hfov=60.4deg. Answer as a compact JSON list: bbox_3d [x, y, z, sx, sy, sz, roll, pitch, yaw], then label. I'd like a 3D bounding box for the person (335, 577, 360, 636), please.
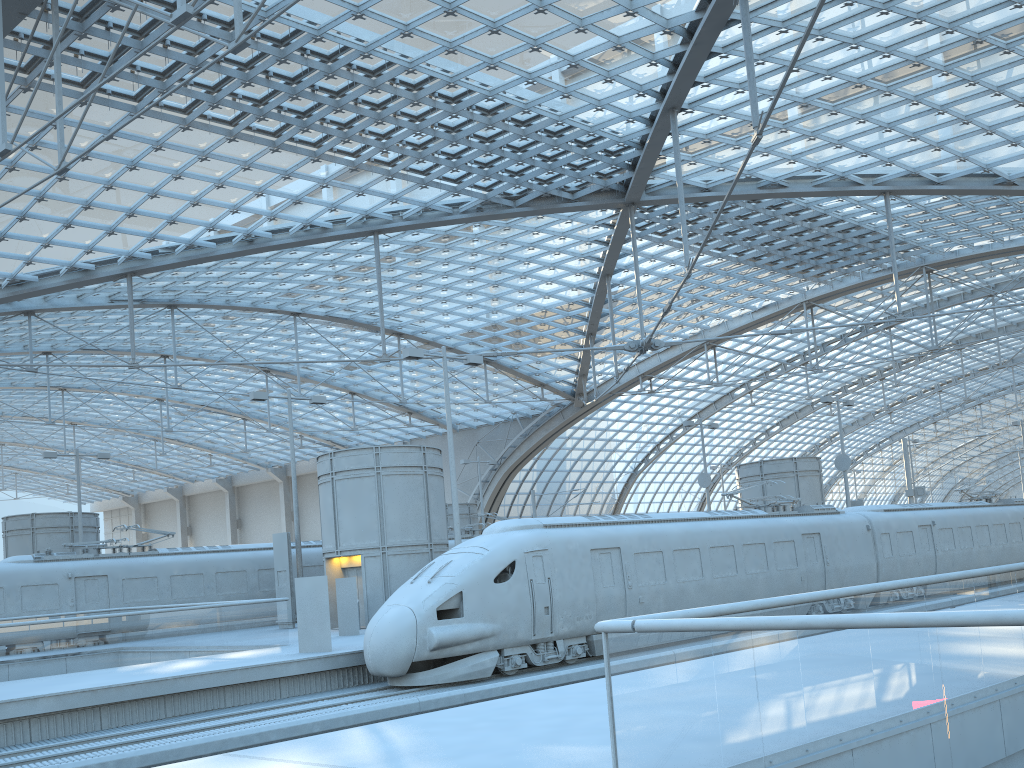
[{"bbox_3d":[-4.465,6.071,23.884,0.715,1.598,0.001,-7,-5,28],"label":"person"}]

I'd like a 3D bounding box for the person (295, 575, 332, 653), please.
[{"bbox_3d":[-4.370,5.098,19.360,0.880,1.691,0.001,-7,-5,23],"label":"person"}]
